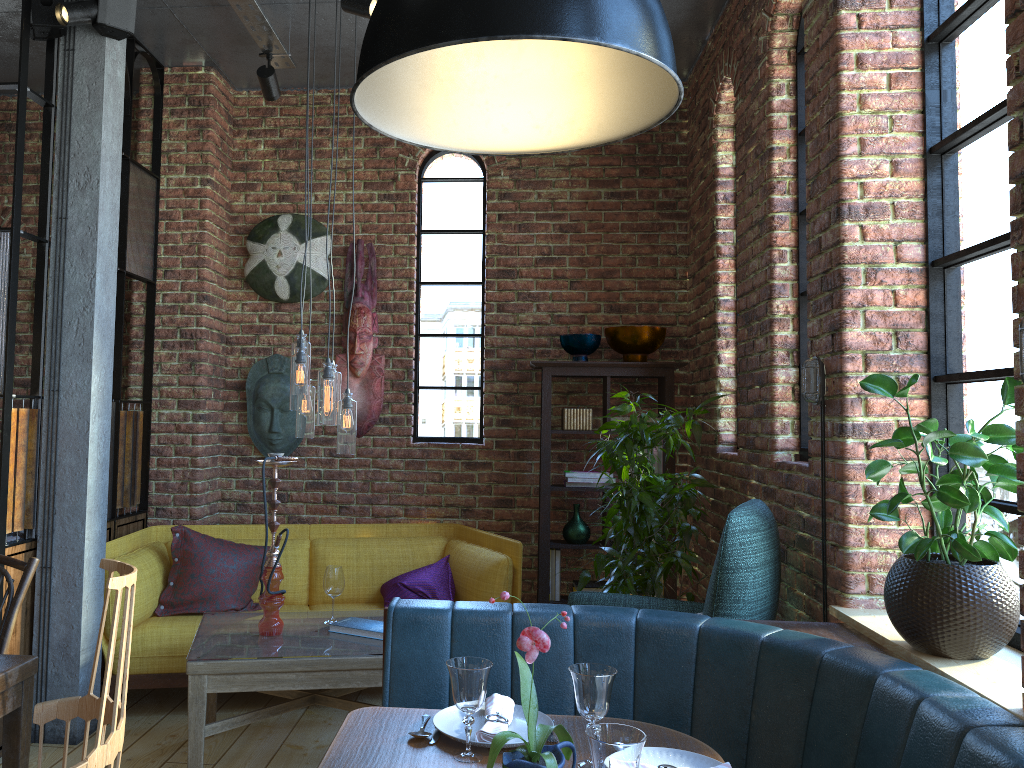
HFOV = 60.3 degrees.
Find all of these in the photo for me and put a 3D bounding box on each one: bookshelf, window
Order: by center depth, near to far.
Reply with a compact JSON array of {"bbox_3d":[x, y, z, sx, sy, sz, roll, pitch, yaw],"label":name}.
[{"bbox_3d":[0.301,-0.540,2.629,3.294,2.433,8.887,2,-3,-32],"label":"window"},{"bbox_3d":[0.500,0.723,4.731,0.823,1.670,0.314,0,-4,5],"label":"bookshelf"}]

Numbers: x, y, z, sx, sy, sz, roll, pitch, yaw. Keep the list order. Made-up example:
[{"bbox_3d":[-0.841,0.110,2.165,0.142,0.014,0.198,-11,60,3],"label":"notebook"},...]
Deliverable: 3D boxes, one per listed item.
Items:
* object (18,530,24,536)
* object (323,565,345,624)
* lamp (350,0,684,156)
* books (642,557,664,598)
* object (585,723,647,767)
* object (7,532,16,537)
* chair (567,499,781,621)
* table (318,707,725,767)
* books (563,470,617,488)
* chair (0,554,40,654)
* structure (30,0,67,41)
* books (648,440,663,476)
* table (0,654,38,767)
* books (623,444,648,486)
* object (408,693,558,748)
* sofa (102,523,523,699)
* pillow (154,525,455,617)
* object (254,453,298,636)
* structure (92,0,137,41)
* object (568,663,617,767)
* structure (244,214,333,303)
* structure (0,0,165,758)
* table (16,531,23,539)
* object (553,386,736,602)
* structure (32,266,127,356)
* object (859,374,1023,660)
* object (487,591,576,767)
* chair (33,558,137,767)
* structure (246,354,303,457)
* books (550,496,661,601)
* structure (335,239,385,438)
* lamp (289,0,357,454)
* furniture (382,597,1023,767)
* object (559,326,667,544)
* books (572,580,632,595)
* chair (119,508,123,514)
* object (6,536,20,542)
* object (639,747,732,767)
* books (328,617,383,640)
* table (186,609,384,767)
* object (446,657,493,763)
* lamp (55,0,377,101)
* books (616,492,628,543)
[{"bbox_3d":[-2.416,0.755,4.557,0.329,0.051,0.266,1,-2,7],"label":"object"},{"bbox_3d":[-0.741,0.875,3.662,0.095,0.229,0.086,-2,-5,41],"label":"object"},{"bbox_3d":[0.010,-1.109,1.469,0.546,1.328,0.511,-1,-4,20],"label":"lamp"},{"bbox_3d":[0.752,1.024,4.700,0.085,0.273,0.188,0,-3,1],"label":"books"},{"bbox_3d":[0.168,0.662,1.423,0.102,0.192,0.094,-2,-4,32],"label":"object"},{"bbox_3d":[-2.484,0.711,4.348,0.088,0.120,0.080,-2,-4,34],"label":"object"},{"bbox_3d":[0.393,0.942,3.096,1.072,1.099,0.775,-1,-4,27],"label":"chair"},{"bbox_3d":[0.022,1.083,1.314,0.828,0.662,1.529,1,-3,1],"label":"table"},{"bbox_3d":[0.417,0.513,4.753,0.271,0.080,0.177,1,-3,4],"label":"books"},{"bbox_3d":[-1.642,0.974,2.480,0.404,0.916,0.522,1,-3,-3],"label":"chair"},{"bbox_3d":[-1.994,-1.613,3.757,0.178,0.268,0.171,2,-4,-24],"label":"structure"},{"bbox_3d":[0.759,0.429,4.736,0.080,0.258,0.176,0,-3,1],"label":"books"},{"bbox_3d":[-1.614,1.052,1.941,0.756,0.728,0.744,1,-3,3],"label":"table"},{"bbox_3d":[0.656,0.428,4.755,0.125,0.258,0.161,0,-3,2],"label":"books"},{"bbox_3d":[-0.060,0.752,1.971,0.329,0.051,0.266,1,-2,7],"label":"object"},{"bbox_3d":[-1.017,1.144,4.474,1.959,0.764,0.803,1,-3,-11],"label":"sofa"},{"bbox_3d":[-1.031,0.945,4.524,1.478,0.454,0.404,1,-3,-7],"label":"pillow"},{"bbox_3d":[-0.934,0.625,3.429,0.168,0.705,0.262,1,-4,-7],"label":"object"},{"bbox_3d":[-1.690,-1.609,3.726,0.193,0.268,0.158,-2,-4,43],"label":"structure"},{"bbox_3d":[0.164,0.677,1.790,0.102,0.192,0.094,-2,-4,32],"label":"object"},{"bbox_3d":[-1.312,-0.736,5.149,0.535,0.521,0.146,0,-4,5],"label":"structure"},{"bbox_3d":[-4.066,-0.303,1.469,5.915,3.331,5.957,1,-3,-14],"label":"structure"},{"bbox_3d":[-2.434,1.135,4.302,0.756,0.728,0.744,1,-3,3],"label":"table"},{"bbox_3d":[0.577,0.762,3.865,0.706,1.531,0.881,2,-4,-19],"label":"object"},{"bbox_3d":[-2.595,-0.419,5.255,0.594,0.728,0.126,0,-4,5],"label":"structure"},{"bbox_3d":[1.053,0.308,2.108,0.401,0.664,0.492,-1,-4,26],"label":"object"},{"bbox_3d":[0.041,0.542,1.426,0.141,0.432,0.210,-1,-4,21],"label":"object"},{"bbox_3d":[-1.075,0.925,1.962,0.435,1.007,0.554,2,-4,-26],"label":"chair"},{"bbox_3d":[-1.365,0.145,5.094,0.371,0.640,0.102,0,-4,6],"label":"structure"},{"bbox_3d":[0.495,0.871,4.729,0.591,0.575,0.189,1,-4,3],"label":"books"},{"bbox_3d":[-0.880,-0.258,5.129,0.216,1.148,0.237,4,-5,-42],"label":"structure"},{"bbox_3d":[-0.897,-0.776,3.697,0.523,2.123,0.277,-1,-4,28],"label":"lamp"},{"bbox_3d":[0.296,1.005,1.284,1.373,0.823,2.593,1,-2,1],"label":"furniture"},{"bbox_3d":[0.518,0.578,4.725,0.609,1.764,0.327,1,-4,-1],"label":"object"},{"bbox_3d":[0.478,1.111,4.689,0.306,0.088,0.242,1,-2,5],"label":"books"},{"bbox_3d":[-2.400,1.061,4.902,0.454,0.922,0.528,-1,-4,24],"label":"chair"},{"bbox_3d":[-2.368,0.737,4.093,0.329,0.051,0.266,1,-2,7],"label":"object"},{"bbox_3d":[0.300,0.747,1.711,0.273,0.051,0.321,1,-2,6],"label":"object"},{"bbox_3d":[-0.573,0.971,3.504,0.284,0.028,0.154,0,-3,27],"label":"books"},{"bbox_3d":[-0.782,1.236,3.496,0.919,0.509,0.763,1,-3,-12],"label":"table"},{"bbox_3d":[-0.089,0.675,1.823,0.102,0.192,0.094,-2,-4,32],"label":"object"},{"bbox_3d":[-3.646,-1.675,1.807,6.307,0.274,7.172,1,-2,2],"label":"lamp"},{"bbox_3d":[0.610,0.721,4.729,0.086,0.273,0.171,0,-3,1],"label":"books"}]
